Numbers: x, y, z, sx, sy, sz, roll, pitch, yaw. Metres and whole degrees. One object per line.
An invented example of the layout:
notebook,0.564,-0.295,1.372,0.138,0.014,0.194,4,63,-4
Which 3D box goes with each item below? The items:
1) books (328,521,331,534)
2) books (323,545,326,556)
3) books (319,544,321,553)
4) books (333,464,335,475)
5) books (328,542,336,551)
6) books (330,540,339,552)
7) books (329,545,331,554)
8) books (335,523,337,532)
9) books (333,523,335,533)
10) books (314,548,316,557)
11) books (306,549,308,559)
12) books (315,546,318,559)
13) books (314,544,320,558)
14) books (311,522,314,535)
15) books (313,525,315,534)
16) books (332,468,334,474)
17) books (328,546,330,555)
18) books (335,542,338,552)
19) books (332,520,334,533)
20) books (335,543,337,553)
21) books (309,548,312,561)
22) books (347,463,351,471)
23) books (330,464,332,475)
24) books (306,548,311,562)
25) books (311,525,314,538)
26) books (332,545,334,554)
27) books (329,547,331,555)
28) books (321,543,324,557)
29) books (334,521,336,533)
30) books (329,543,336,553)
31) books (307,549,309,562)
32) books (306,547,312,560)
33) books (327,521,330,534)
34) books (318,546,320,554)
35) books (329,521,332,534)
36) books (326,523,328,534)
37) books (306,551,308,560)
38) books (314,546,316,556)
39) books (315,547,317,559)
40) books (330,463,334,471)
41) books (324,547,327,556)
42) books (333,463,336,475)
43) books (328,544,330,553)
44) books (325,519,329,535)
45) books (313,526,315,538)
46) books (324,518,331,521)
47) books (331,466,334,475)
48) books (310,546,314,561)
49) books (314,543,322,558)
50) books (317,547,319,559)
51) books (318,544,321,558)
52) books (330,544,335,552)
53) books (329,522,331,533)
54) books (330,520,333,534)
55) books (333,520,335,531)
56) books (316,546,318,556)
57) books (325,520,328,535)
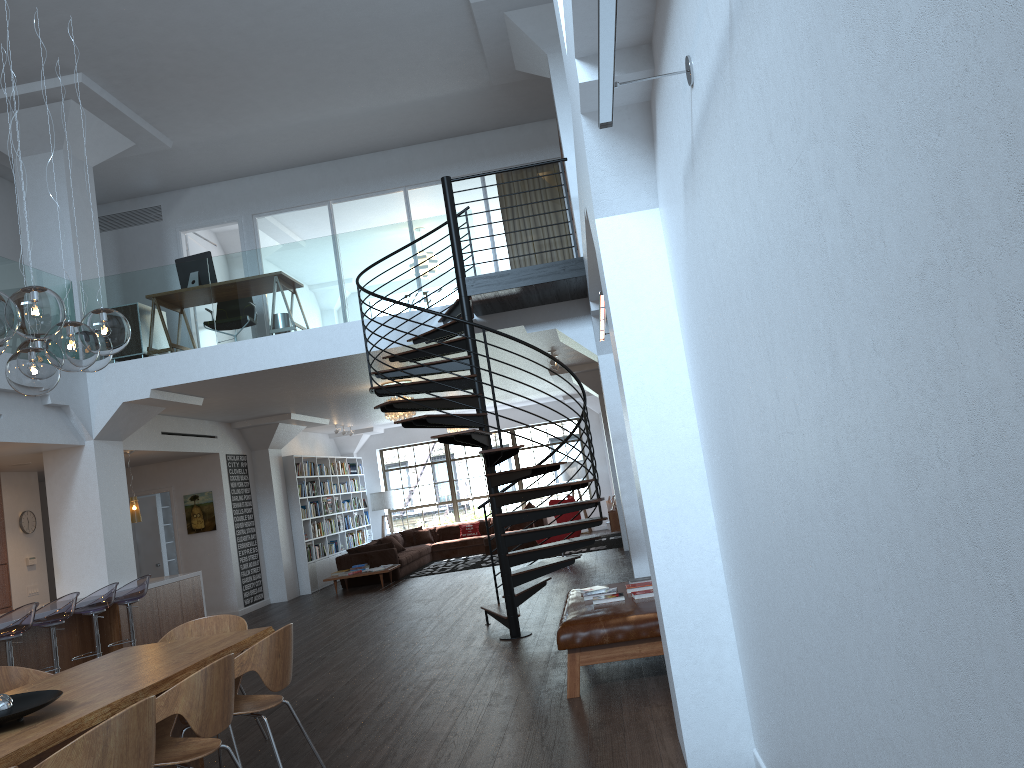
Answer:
books,-3.568,2.751,16.927,0.183,0.253,0.034,-9,-6,4
books,-3.561,3.092,16.442,0.174,0.236,0.142,-9,-6,4
books,-3.586,3.065,16.229,0.160,0.251,0.039,-9,-6,5
books,-3.657,1.742,17.890,0.161,0.223,0.032,-9,-6,5
books,-3.487,3.172,17.135,0.146,0.202,0.027,-9,-6,5
books,-3.470,3.175,17.329,0.140,0.231,0.042,-9,-6,5
books,-3.513,3.154,16.820,0.128,0.178,0.021,-9,-6,5
books,-3.534,2.805,17.370,0.168,0.231,0.037,-9,-6,4
books,-3.539,2.795,17.235,0.161,0.223,0.027,-9,-6,4
books,-3.631,3.019,15.895,0.198,0.284,0.049,-9,-6,5
books,-3.659,2.998,15.495,0.160,0.251,0.031,-9,-6,5
books,-3.608,3.055,16.005,0.176,0.231,0.053,-9,-6,5
books,-3.598,3.052,16.118,0.183,0.253,0.042,-9,-6,5
books,-3.655,2.642,15.998,0.140,0.298,0.044,-9,-6,5
books,-3.663,2.682,16.086,0.159,0.241,0.038,-9,-6,5
books,-3.665,1.741,17.778,0.161,0.207,0.130,-9,-6,4
books,-3.525,3.139,16.747,0.136,0.196,0.045,-9,-6,5
books,-3.472,3.181,17.243,0.146,0.202,0.027,-9,-6,5
books,-3.550,2.771,17.169,0.180,0.259,0.060,-9,-6,4
books,-3.476,3.173,17.162,0.146,0.202,0.027,-9,-6,5
books,-3.628,3.023,15.641,0.161,0.223,0.032,-9,-6,5
books,-3.564,1.836,19.058,0.183,0.253,0.042,-9,-6,5
books,-3.689,1.705,17.640,0.183,0.253,0.042,-9,-6,5
books,-3.641,3.008,15.567,0.174,0.240,0.054,-9,-6,5
books,-3.674,2.665,15.947,0.189,0.247,0.057,-9,-6,5
books,-3.482,3.174,16.995,0.107,0.167,0.017,-9,-6,5
books,-3.513,3.152,16.799,0.128,0.178,0.022,-9,-6,5
books,-3.570,3.075,16.354,0.183,0.253,0.042,-9,-6,5
books,-3.541,2.794,17.305,0.174,0.240,0.045,-9,-6,4
books,-3.484,3.173,17.102,0.139,0.191,0.036,-9,-6,5
books,-3.645,3.013,15.523,0.161,0.223,0.032,-9,-6,5
books,-3.641,3.014,15.680,0.183,0.253,0.042,-9,-6,5
books,-3.575,2.749,16.894,0.183,0.253,0.034,-9,-6,4
books,-3.590,3.072,16.152,0.161,0.223,0.033,-9,-6,5
books,-3.564,2.770,17.048,0.174,0.240,0.045,-9,-6,4
books,-3.580,2.739,16.786,0.160,0.250,0.026,-9,-6,4
books,-3.674,2.979,15.457,0.198,0.284,0.049,-9,-6,5
books,-3.616,3.038,15.932,0.160,0.251,0.031,-9,-6,5
books,-3.602,3.053,15.961,0.161,0.223,0.032,-9,-6,5
books,-3.671,1.728,17.861,0.160,0.251,0.031,-9,-6,5
books,-3.545,3.111,16.496,0.161,0.207,0.135,-9,-6,4
books,-3.661,1.733,17.927,0.160,0.251,0.039,-9,-6,5
books,-3.523,3.140,16.780,0.127,0.200,0.020,-9,-6,5
books,-3.583,2.727,16.853,0.176,0.290,0.053,-9,-6,4
books,-3.650,2.692,16.040,0.144,0.207,0.048,-9,-6,5
books,-3.559,2.752,17.123,0.176,0.290,0.036,-9,-6,4
books,-3.680,1.723,17.726,0.174,0.236,0.136,-9,-6,4
books,-3.632,3.022,15.762,0.180,0.251,0.048,-9,-6,5
books,-3.585,3.065,16.269,0.180,0.259,0.042,-9,-6,5
books,-3.587,3.072,16.078,0.161,0.223,0.030,-9,-6,4
books,-3.586,3.063,16.190,0.171,0.246,0.039,-9,-6,5
books,-3.484,3.177,17.072,0.128,0.178,0.021,-9,-6,5
books,-3.566,2.759,16.971,0.171,0.246,0.057,-9,-6,4
books,-3.550,2.765,17.086,0.183,0.253,0.034,-9,-6,4
books,-3.546,2.784,17.267,0.183,0.253,0.034,-9,-6,4
books,-3.597,3.061,16.048,0.161,0.223,0.033,-9,-6,5
books,-3.602,2.721,16.744,0.198,0.284,0.066,-9,-6,4
